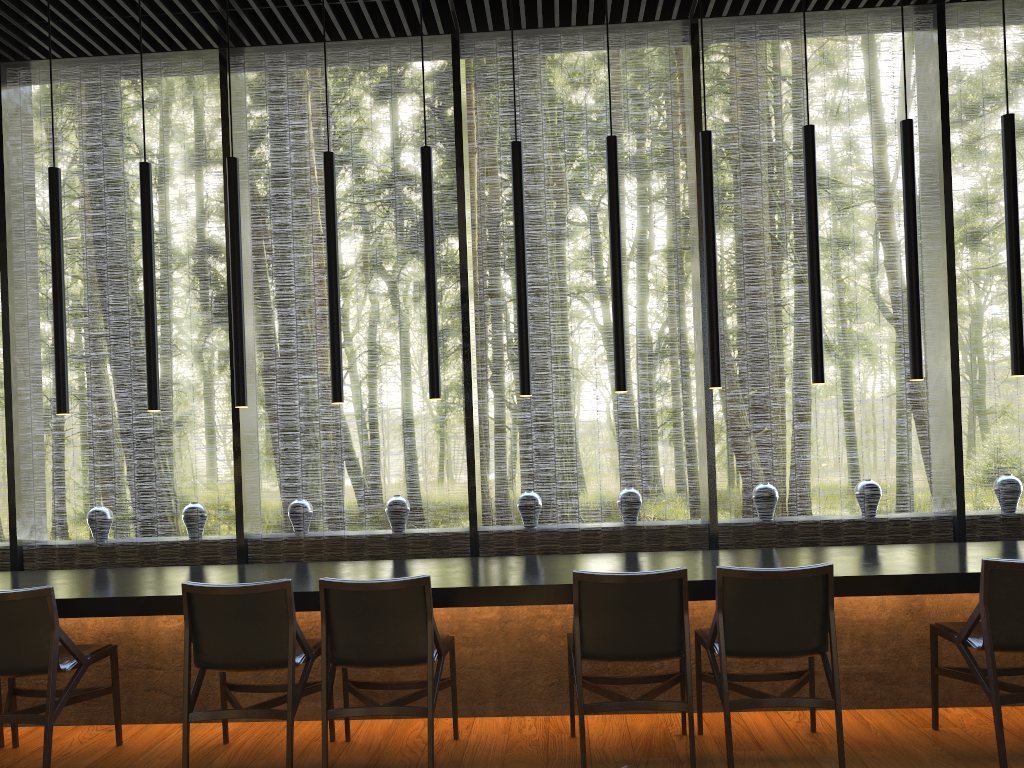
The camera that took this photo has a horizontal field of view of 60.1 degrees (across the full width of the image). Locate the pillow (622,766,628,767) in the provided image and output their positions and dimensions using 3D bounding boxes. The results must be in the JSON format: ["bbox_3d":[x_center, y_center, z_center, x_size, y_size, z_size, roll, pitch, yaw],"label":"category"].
[{"bbox_3d":[0.227,0.944,1.679,0.205,0.338,0.442,-2,-2,10],"label":"pillow"}]

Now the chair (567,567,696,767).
[{"bbox_3d":[0.500,1.170,3.758,0.525,0.826,0.564,-2,-1,3],"label":"chair"}]

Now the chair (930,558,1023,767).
[{"bbox_3d":[2.111,1.103,3.670,0.525,0.826,0.564,-2,-1,3],"label":"chair"}]

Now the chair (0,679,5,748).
[{"bbox_3d":[-2.696,1.301,3.931,0.525,0.826,0.564,-2,-1,3],"label":"chair"}]

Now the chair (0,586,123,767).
[{"bbox_3d":[-2.122,1.277,3.900,0.525,0.826,0.564,-2,-1,3],"label":"chair"}]

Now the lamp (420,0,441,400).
[{"bbox_3d":[-0.429,-1.129,4.437,0.060,2.419,0.060,-2,0,8],"label":"lamp"}]

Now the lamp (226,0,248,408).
[{"bbox_3d":[-1.415,-1.089,4.490,0.060,2.419,0.060,-2,0,8],"label":"lamp"}]

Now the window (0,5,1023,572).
[{"bbox_3d":[-10.495,-0.336,0.446,31.873,4.224,12.075,-2,-3,3],"label":"window"}]

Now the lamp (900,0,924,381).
[{"bbox_3d":[1.923,-1.226,4.309,0.060,2.419,0.060,-2,0,-2],"label":"lamp"}]

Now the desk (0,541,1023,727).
[{"bbox_3d":[-9.684,1.642,4.682,28.723,0.759,1.783,-2,-3,3],"label":"desk"}]

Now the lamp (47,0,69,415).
[{"bbox_3d":[-2.346,-1.051,4.541,0.060,2.419,0.060,-2,0,8],"label":"lamp"}]

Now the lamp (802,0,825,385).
[{"bbox_3d":[1.454,-1.207,4.335,0.060,2.419,0.060,-2,0,-2],"label":"lamp"}]

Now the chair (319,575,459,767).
[{"bbox_3d":[-0.537,1.212,3.814,0.525,0.826,0.564,-2,-1,3],"label":"chair"}]

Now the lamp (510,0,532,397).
[{"bbox_3d":[0.023,-1.148,4.412,0.060,2.419,0.060,-2,0,-2],"label":"lamp"}]

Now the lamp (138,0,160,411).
[{"bbox_3d":[-1.869,-1.070,4.515,0.060,2.419,0.060,-2,0,-2],"label":"lamp"}]

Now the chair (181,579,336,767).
[{"bbox_3d":[-1.111,1.236,3.845,0.525,0.826,0.564,-2,-1,3],"label":"chair"}]

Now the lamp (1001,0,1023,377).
[{"bbox_3d":[2.401,-1.245,4.283,0.060,2.419,0.060,-2,0,-2],"label":"lamp"}]

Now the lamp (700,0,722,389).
[{"bbox_3d":[0.957,-1.186,4.362,0.060,2.419,0.060,-2,0,-2],"label":"lamp"}]

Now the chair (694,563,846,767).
[{"bbox_3d":[1.074,1.146,3.727,0.525,0.826,0.564,-2,-1,3],"label":"chair"}]

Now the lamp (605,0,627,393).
[{"bbox_3d":[0.495,-1.167,4.387,0.060,2.419,0.060,-2,0,-2],"label":"lamp"}]

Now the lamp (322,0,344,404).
[{"bbox_3d":[-0.922,-1.109,4.463,0.060,2.419,0.060,-2,0,-2],"label":"lamp"}]
